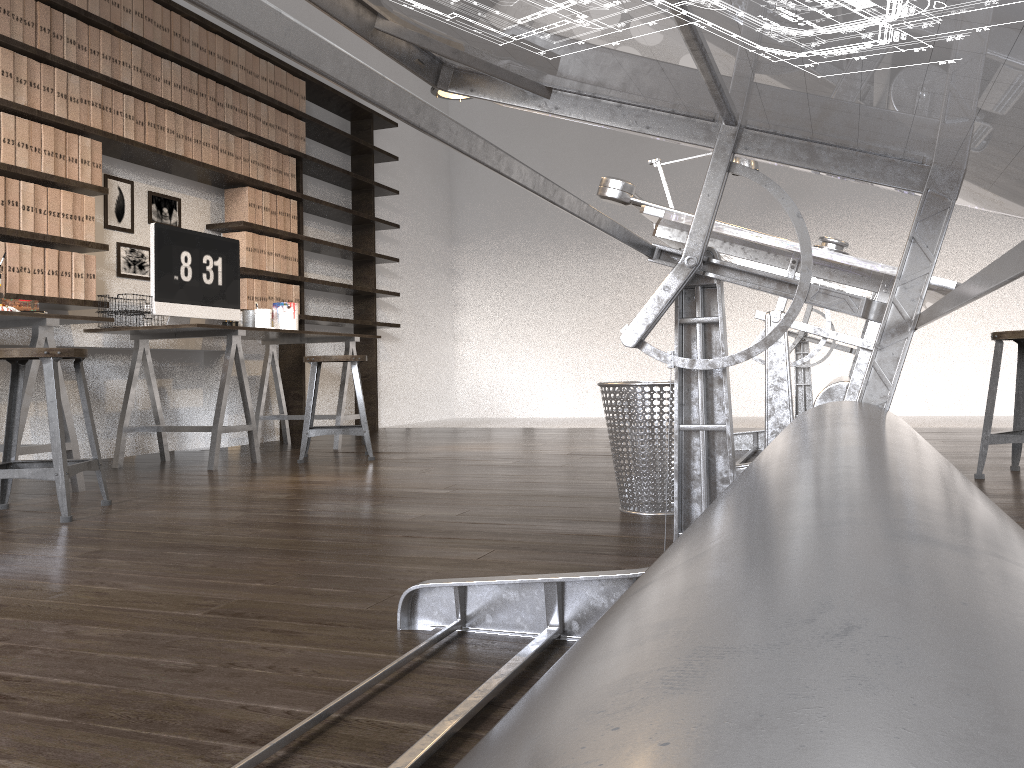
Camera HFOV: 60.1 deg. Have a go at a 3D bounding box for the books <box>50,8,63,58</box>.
[{"bbox_3d":[-2.152,-1.590,4.066,0.174,0.226,0.066,-2,-2,20],"label":"books"}]

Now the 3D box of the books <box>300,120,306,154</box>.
[{"bbox_3d":[-1.464,-1.626,5.887,0.174,0.226,0.066,-2,-2,21],"label":"books"}]

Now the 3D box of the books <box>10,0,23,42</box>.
[{"bbox_3d":[-2.225,-1.586,3.865,0.174,0.226,0.066,-2,-2,21],"label":"books"}]

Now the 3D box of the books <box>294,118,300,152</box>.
[{"bbox_3d":[-1.488,-1.625,5.829,0.174,0.226,0.066,-2,-2,21],"label":"books"}]

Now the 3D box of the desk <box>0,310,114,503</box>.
[{"bbox_3d":[-2.155,0.097,2.801,0.655,0.670,1.667,-2,0,21],"label":"desk"}]

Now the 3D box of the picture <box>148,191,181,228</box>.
[{"bbox_3d":[-1.958,-0.974,4.983,0.023,0.184,0.251,-2,-1,21],"label":"picture"}]

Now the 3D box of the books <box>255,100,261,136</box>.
[{"bbox_3d":[-1.632,-1.617,5.443,0.174,0.226,0.066,-2,-2,20],"label":"books"}]

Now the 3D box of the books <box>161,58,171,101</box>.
[{"bbox_3d":[-1.905,-1.603,4.713,0.174,0.226,0.066,-2,-2,20],"label":"books"}]

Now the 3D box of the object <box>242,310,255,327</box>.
[{"bbox_3d":[-1.486,-0.346,5.043,0.096,0.143,0.097,-2,-2,38],"label":"object"}]

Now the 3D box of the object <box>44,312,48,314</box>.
[{"bbox_3d":[-1.897,-0.273,3.573,0.049,0.037,0.049,-1,-1,24],"label":"object"}]

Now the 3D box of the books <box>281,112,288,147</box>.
[{"bbox_3d":[-1.538,-1.622,5.702,0.174,0.226,0.066,-2,-2,20],"label":"books"}]

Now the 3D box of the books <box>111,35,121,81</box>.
[{"bbox_3d":[-2.028,-1.596,4.390,0.174,0.226,0.066,-2,-2,21],"label":"books"}]

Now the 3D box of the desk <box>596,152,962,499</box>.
[{"bbox_3d":[1.069,-0.347,3.534,1.076,1.389,2.067,-2,0,21],"label":"desk"}]

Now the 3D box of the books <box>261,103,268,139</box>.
[{"bbox_3d":[-1.609,-1.618,5.502,0.174,0.226,0.066,-2,-2,20],"label":"books"}]

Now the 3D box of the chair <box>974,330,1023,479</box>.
[{"bbox_3d":[1.877,0.075,3.126,0.371,0.529,0.358,0,-2,-41],"label":"chair"}]

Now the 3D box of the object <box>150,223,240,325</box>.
[{"bbox_3d":[-1.647,-0.525,4.572,0.204,0.519,0.643,-2,-1,21],"label":"object"}]

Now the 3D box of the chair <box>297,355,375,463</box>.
[{"bbox_3d":[-0.892,0.123,4.488,0.372,0.529,0.358,-1,-1,-11],"label":"chair"}]

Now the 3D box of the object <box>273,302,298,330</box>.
[{"bbox_3d":[-1.311,-0.371,5.130,0.145,0.196,0.143,-1,-1,-7],"label":"object"}]

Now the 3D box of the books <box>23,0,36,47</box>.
[{"bbox_3d":[-2.205,-1.587,3.927,0.174,0.226,0.066,-2,-2,20],"label":"books"}]

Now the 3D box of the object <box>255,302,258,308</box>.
[{"bbox_3d":[-1.474,-0.378,5.160,0.045,0.205,0.007,-1,-2,1],"label":"object"}]

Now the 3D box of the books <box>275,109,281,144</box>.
[{"bbox_3d":[-1.560,-1.621,5.636,0.174,0.226,0.066,-2,-2,20],"label":"books"}]

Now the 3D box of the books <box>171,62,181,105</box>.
[{"bbox_3d":[-1.877,-1.604,4.779,0.174,0.226,0.066,-2,-2,20],"label":"books"}]

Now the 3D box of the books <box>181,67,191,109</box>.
[{"bbox_3d":[-1.851,-1.605,4.847,0.174,0.226,0.067,-2,-2,21],"label":"books"}]

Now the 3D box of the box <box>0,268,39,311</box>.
[{"bbox_3d":[-2.018,-0.357,3.519,0.137,0.207,0.211,-2,-1,21],"label":"box"}]

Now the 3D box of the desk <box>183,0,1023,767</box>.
[{"bbox_3d":[-0.110,-0.286,0.398,1.076,1.389,2.279,-2,0,21],"label":"desk"}]

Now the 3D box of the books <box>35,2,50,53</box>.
[{"bbox_3d":[-2.173,-1.589,3.994,0.174,0.226,0.067,-2,-2,21],"label":"books"}]

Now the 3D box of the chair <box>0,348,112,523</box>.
[{"bbox_3d":[-1.505,0.155,2.784,0.358,0.529,0.371,-1,-1,-6],"label":"chair"}]

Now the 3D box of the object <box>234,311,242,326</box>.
[{"bbox_3d":[-1.561,-0.345,5.112,0.094,0.145,0.094,-2,-2,38],"label":"object"}]

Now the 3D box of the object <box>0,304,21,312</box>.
[{"bbox_3d":[-1.904,-0.273,3.316,0.132,0.050,0.197,-1,0,-9],"label":"object"}]

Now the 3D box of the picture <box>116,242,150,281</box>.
[{"bbox_3d":[-2.030,-0.655,4.759,0.023,0.184,0.251,-2,-1,21],"label":"picture"}]

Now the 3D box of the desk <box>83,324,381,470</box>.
[{"bbox_3d":[-1.402,0.058,4.804,0.655,0.670,1.667,-2,0,21],"label":"desk"}]

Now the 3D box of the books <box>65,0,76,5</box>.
[{"bbox_3d":[-2.131,-1.869,4.145,0.174,0.226,0.066,-2,-2,20],"label":"books"}]

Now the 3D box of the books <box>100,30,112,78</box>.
[{"bbox_3d":[-2.047,-1.595,4.326,0.174,0.226,0.067,-2,-2,20],"label":"books"}]

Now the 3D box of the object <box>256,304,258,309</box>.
[{"bbox_3d":[-1.462,-0.379,5.153,0.055,0.180,0.007,-1,-2,2],"label":"object"}]

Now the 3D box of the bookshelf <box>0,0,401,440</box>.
[{"bbox_3d":[-2.668,-0.445,2.817,0.373,3.212,9.173,-2,0,21],"label":"bookshelf"}]

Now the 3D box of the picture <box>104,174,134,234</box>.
[{"bbox_3d":[-2.076,-0.947,4.670,0.022,0.285,0.201,-2,-2,20],"label":"picture"}]

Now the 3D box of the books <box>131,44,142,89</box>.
[{"bbox_3d":[-1.977,-1.599,4.516,0.174,0.226,0.067,-2,-2,20],"label":"books"}]

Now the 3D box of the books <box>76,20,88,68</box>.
[{"bbox_3d":[-2.102,-1.593,4.199,0.174,0.226,0.066,-2,-2,21],"label":"books"}]

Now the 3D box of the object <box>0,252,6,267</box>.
[{"bbox_3d":[-2.040,-0.430,3.500,0.071,0.186,0.008,0,-3,-27],"label":"object"}]

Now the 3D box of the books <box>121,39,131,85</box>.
[{"bbox_3d":[-2.005,-1.597,4.449,0.174,0.226,0.066,-2,-2,21],"label":"books"}]

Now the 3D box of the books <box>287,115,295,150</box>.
[{"bbox_3d":[-1.507,-1.623,5.765,0.174,0.226,0.067,-2,-2,20],"label":"books"}]

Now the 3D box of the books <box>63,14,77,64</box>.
[{"bbox_3d":[-2.123,-1.591,4.131,0.174,0.226,0.066,-2,-2,20],"label":"books"}]

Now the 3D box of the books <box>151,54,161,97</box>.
[{"bbox_3d":[-1.934,-1.601,4.649,0.174,0.226,0.066,-2,-2,21],"label":"books"}]

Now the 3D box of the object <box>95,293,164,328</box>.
[{"bbox_3d":[-1.826,-0.341,4.251,0.203,0.161,0.284,-1,0,13],"label":"object"}]

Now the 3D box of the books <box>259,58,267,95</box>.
[{"bbox_3d":[-1.616,-1.896,5.510,0.174,0.226,0.066,-2,-2,20],"label":"books"}]

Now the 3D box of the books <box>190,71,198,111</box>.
[{"bbox_3d":[-1.833,-1.607,4.908,0.174,0.226,0.066,-2,-2,20],"label":"books"}]

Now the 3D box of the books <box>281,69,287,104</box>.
[{"bbox_3d":[-1.544,-1.899,5.705,0.174,0.226,0.066,-2,-2,20],"label":"books"}]

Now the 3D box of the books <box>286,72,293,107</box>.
[{"bbox_3d":[-1.519,-1.901,5.775,0.174,0.226,0.066,-2,-2,20],"label":"books"}]

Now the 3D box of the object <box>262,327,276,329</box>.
[{"bbox_3d":[-1.314,-0.292,4.755,0.106,0.028,0.059,-1,0,17],"label":"object"}]

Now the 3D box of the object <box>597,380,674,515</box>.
[{"bbox_3d":[0.433,0.181,2.602,0.352,0.378,0.353,-2,-1,42],"label":"object"}]

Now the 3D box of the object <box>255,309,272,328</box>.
[{"bbox_3d":[-1.398,-0.348,4.980,0.094,0.145,0.094,0,-2,-43],"label":"object"}]

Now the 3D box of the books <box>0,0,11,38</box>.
[{"bbox_3d":[-2.243,-1.585,3.804,0.174,0.226,0.067,-2,-2,20],"label":"books"}]

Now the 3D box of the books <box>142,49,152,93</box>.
[{"bbox_3d":[-1.956,-1.600,4.583,0.174,0.226,0.066,-2,-2,21],"label":"books"}]

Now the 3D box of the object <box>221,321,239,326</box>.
[{"bbox_3d":[-1.575,-0.341,4.952,0.092,0.142,0.096,-1,-1,0],"label":"object"}]

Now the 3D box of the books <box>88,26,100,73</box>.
[{"bbox_3d":[-2.077,-1.594,4.265,0.174,0.226,0.066,-2,-2,21],"label":"books"}]

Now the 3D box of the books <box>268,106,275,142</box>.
[{"bbox_3d":[-1.582,-1.620,5.569,0.174,0.226,0.067,-2,-2,21],"label":"books"}]
